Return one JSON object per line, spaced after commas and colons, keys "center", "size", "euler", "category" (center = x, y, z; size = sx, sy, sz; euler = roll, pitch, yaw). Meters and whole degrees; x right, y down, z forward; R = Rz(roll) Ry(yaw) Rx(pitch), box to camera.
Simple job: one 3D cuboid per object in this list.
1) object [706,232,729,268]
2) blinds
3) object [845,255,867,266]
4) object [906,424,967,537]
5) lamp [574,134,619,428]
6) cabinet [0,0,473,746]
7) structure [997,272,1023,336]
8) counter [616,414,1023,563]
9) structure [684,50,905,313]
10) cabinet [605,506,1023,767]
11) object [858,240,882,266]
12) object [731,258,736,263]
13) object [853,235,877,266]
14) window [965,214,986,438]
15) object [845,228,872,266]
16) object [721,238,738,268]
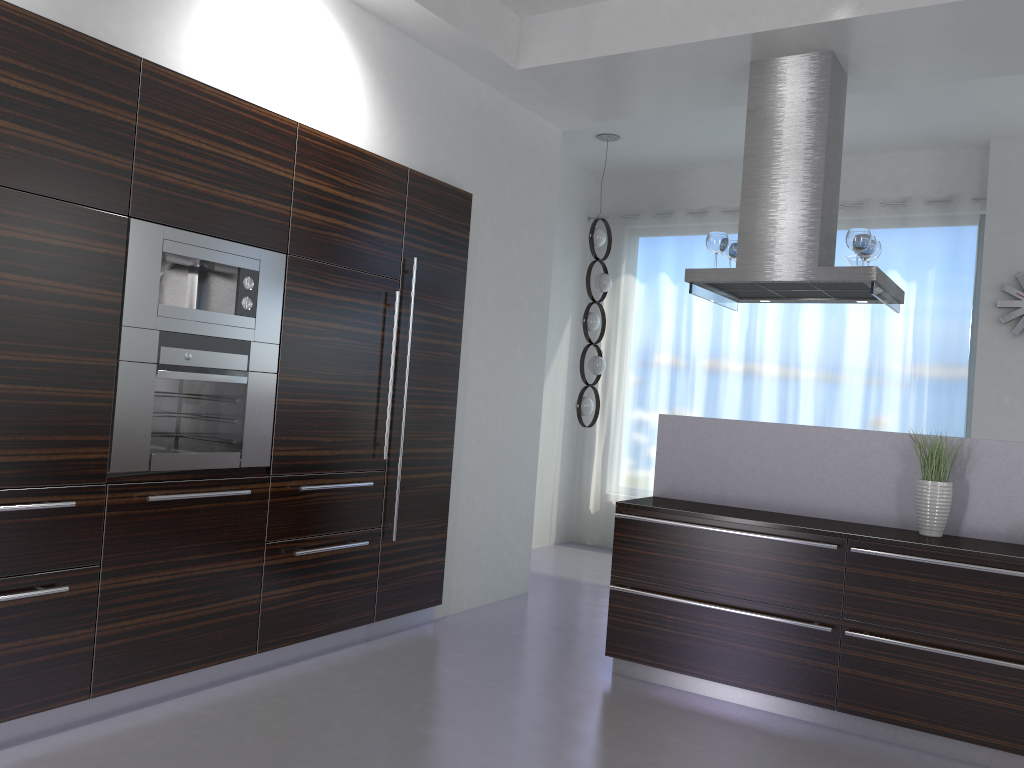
{"center": [1.132, -0.724, 4.913], "size": [0.125, 0.221, 0.125], "euler": [5, -1, -33], "category": "object"}
{"center": [2.046, 0.029, 7.508], "size": [3.245, 3.112, 0.120], "euler": [4, -1, 32], "category": "blinds"}
{"center": [1.967, -0.637, 5.059], "size": [0.137, 0.174, 0.137], "euler": [4, -1, -3], "category": "object"}
{"center": [1.869, 0.425, 3.946], "size": [0.269, 0.502, 0.247], "euler": [4, -1, 32], "category": "object"}
{"center": [0.695, -0.829, 7.205], "size": [0.180, 2.370, 0.367], "euler": [4, -1, 25], "category": "lamp"}
{"center": [-1.509, 0.027, 3.790], "size": [0.669, 2.500, 3.600], "euler": [4, -1, 32], "category": "cabinet"}
{"center": [3.760, -0.571, 6.347], "size": [0.505, 0.505, 0.076], "euler": [4, -1, 32], "category": "structure"}
{"center": [2.235, 0.910, 4.075], "size": [3.291, 1.300, 1.302], "euler": [4, -1, 32], "category": "counter"}
{"center": [1.636, -1.062, 4.970], "size": [0.981, 1.231, 0.915], "euler": [4, -1, 32], "category": "structure"}
{"center": [2.211, 1.133, 4.064], "size": [3.285, 0.852, 1.377], "euler": [4, -1, 32], "category": "cabinet"}
{"center": [1.937, -0.666, 4.819], "size": [0.125, 0.221, 0.125], "euler": [5, -1, -33], "category": "object"}
{"center": [1.326, -0.706, 5.185], "size": [0.125, 0.221, 0.125], "euler": [5, -1, -33], "category": "object"}
{"center": [1.859, -0.674, 4.694], "size": [0.125, 0.221, 0.125], "euler": [5, -1, -33], "category": "object"}
{"center": [2.316, -0.137, 7.614], "size": [3.000, 2.500, 0.100], "euler": [4, -1, 32], "category": "window"}
{"center": [1.777, -0.682, 4.560], "size": [0.125, 0.221, 0.125], "euler": [5, -1, -33], "category": "object"}
{"center": [1.244, -0.714, 5.051], "size": [0.125, 0.221, 0.125], "euler": [5, -1, -33], "category": "object"}
